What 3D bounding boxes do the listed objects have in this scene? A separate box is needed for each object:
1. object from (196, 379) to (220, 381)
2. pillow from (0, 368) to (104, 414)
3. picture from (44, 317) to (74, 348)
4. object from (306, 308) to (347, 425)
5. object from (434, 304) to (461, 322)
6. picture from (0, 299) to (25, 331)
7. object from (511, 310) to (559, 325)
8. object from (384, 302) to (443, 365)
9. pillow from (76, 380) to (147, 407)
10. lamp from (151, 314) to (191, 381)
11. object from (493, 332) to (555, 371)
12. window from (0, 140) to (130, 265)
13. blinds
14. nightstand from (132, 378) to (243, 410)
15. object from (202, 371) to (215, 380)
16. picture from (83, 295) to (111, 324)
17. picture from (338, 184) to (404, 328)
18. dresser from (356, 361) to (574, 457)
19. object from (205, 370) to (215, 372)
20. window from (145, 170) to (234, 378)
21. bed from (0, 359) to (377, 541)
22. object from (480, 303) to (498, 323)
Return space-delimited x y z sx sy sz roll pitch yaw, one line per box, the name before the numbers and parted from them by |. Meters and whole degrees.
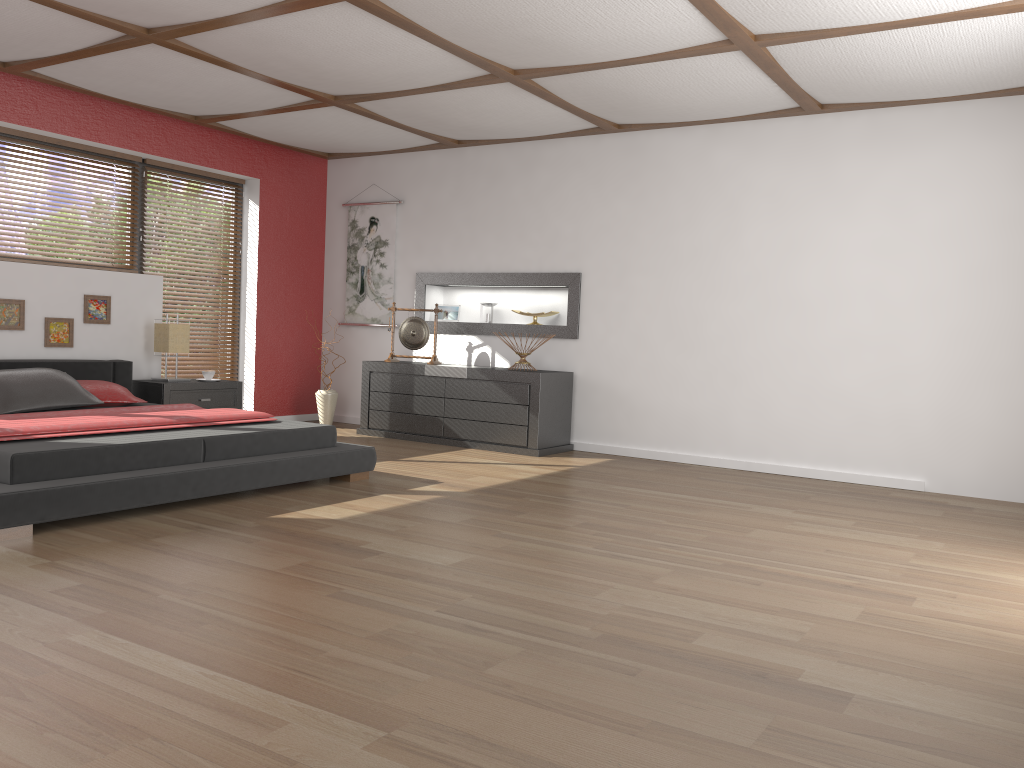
object | -2.302 -0.029 6.723 0.179 0.012 0.179 0 4 -33
pillow | -2.831 0.030 5.195 0.386 0.241 0.744 4 3 27
picture | -3.073 -0.349 6.020 0.010 0.200 0.200 4 4 32
object | -1.633 -0.139 7.654 0.364 1.035 0.422 3 3 7
object | -0.558 -0.612 7.641 0.226 0.146 0.041 3 3 12
picture | -3.249 -0.448 5.728 0.010 0.200 0.200 4 4 32
object | 0.188 -0.535 7.194 0.350 0.116 0.181 4 3 22
object | -0.803 -0.420 7.278 0.490 0.498 0.173 3 3 17
pillow | -2.739 0.064 5.610 0.745 0.172 0.418 0 4 -39
lamp | -2.510 -0.273 6.542 0.200 0.480 0.200 4 4 32
object | 0.086 -0.245 6.738 0.481 0.282 0.481 2 3 -2
window | -3.674 -1.250 5.620 0.020 0.786 2.817 4 4 32
blinds | -3.643 -0.668 5.611 0.032 1.952 4.840 4 4 32
nightstand | -2.432 0.187 6.646 0.413 0.423 0.700 4 4 32
object | -2.300 -0.062 6.721 0.099 0.069 0.099 0 4 -33
picture | -2.919 -0.523 6.244 0.010 0.200 0.200 4 4 32
picture | -1.264 -1.148 7.922 0.701 1.270 0.028 4 4 32
dresser | -0.391 0.161 7.062 1.740 0.608 0.540 4 4 32
object | -2.287 -0.098 6.707 0.007 0.007 0.192 3 3 1
window | -2.660 -0.752 7.298 0.020 1.893 0.889 4 4 32
bed | -2.451 0.213 4.731 2.413 0.577 2.469 4 4 32
object | -0.198 -0.594 7.455 0.159 0.171 0.159 2 3 -9
